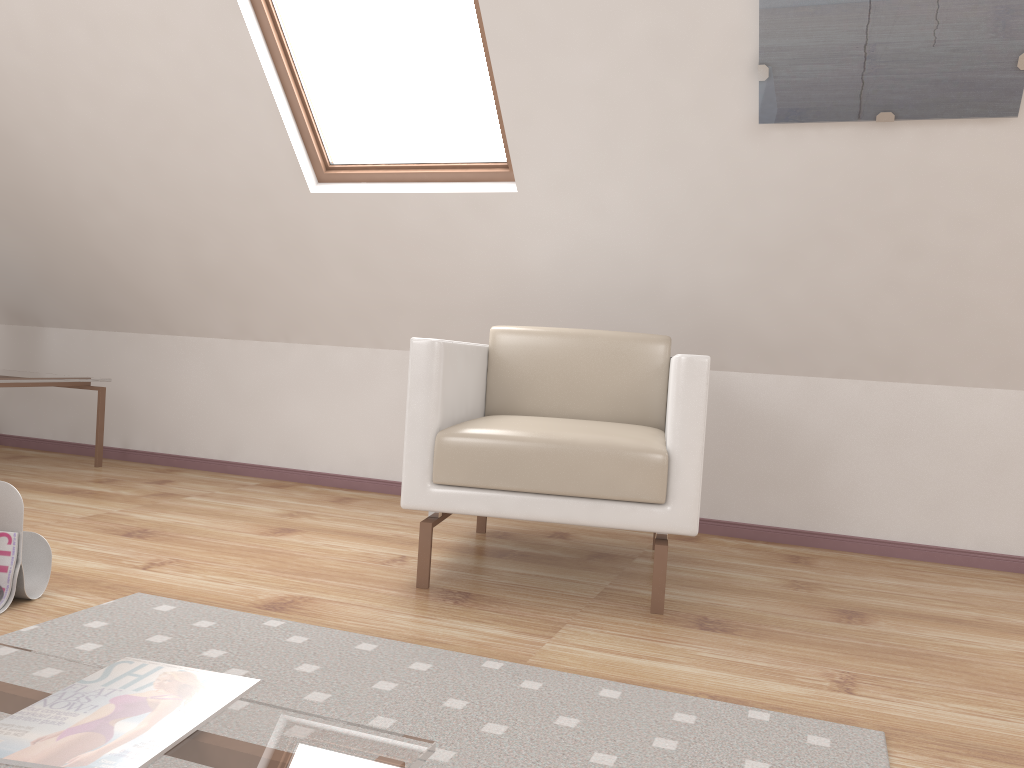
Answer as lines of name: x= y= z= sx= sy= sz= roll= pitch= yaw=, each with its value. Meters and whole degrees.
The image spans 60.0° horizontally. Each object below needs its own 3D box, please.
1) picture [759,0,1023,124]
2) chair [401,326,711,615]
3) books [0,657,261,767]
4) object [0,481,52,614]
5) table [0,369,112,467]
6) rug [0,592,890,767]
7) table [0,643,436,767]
picture: x=0.915 y=-1.079 z=2.076 sx=0.650 sy=0.738 sz=0.683 roll=4 pitch=2 yaw=20
chair: x=0.154 y=0.183 z=2.575 sx=0.748 sy=0.706 sz=0.820 roll=4 pitch=2 yaw=9
books: x=-0.425 y=0.357 z=0.969 sx=0.192 sy=0.005 sz=0.280 roll=4 pitch=2 yaw=12
object: x=-1.210 y=0.335 z=1.927 sx=0.315 sy=0.267 sz=0.212 roll=4 pitch=2 yaw=7
table: x=-2.273 y=0.149 z=3.730 sx=0.773 sy=0.390 sz=0.730 roll=4 pitch=2 yaw=18
rug: x=-0.584 y=0.553 z=0.468 sx=1.600 sy=0.007 sz=2.800 roll=4 pitch=2 yaw=20
table: x=-0.627 y=0.457 z=0.524 sx=0.730 sy=0.190 sz=1.173 roll=4 pitch=2 yaw=20
